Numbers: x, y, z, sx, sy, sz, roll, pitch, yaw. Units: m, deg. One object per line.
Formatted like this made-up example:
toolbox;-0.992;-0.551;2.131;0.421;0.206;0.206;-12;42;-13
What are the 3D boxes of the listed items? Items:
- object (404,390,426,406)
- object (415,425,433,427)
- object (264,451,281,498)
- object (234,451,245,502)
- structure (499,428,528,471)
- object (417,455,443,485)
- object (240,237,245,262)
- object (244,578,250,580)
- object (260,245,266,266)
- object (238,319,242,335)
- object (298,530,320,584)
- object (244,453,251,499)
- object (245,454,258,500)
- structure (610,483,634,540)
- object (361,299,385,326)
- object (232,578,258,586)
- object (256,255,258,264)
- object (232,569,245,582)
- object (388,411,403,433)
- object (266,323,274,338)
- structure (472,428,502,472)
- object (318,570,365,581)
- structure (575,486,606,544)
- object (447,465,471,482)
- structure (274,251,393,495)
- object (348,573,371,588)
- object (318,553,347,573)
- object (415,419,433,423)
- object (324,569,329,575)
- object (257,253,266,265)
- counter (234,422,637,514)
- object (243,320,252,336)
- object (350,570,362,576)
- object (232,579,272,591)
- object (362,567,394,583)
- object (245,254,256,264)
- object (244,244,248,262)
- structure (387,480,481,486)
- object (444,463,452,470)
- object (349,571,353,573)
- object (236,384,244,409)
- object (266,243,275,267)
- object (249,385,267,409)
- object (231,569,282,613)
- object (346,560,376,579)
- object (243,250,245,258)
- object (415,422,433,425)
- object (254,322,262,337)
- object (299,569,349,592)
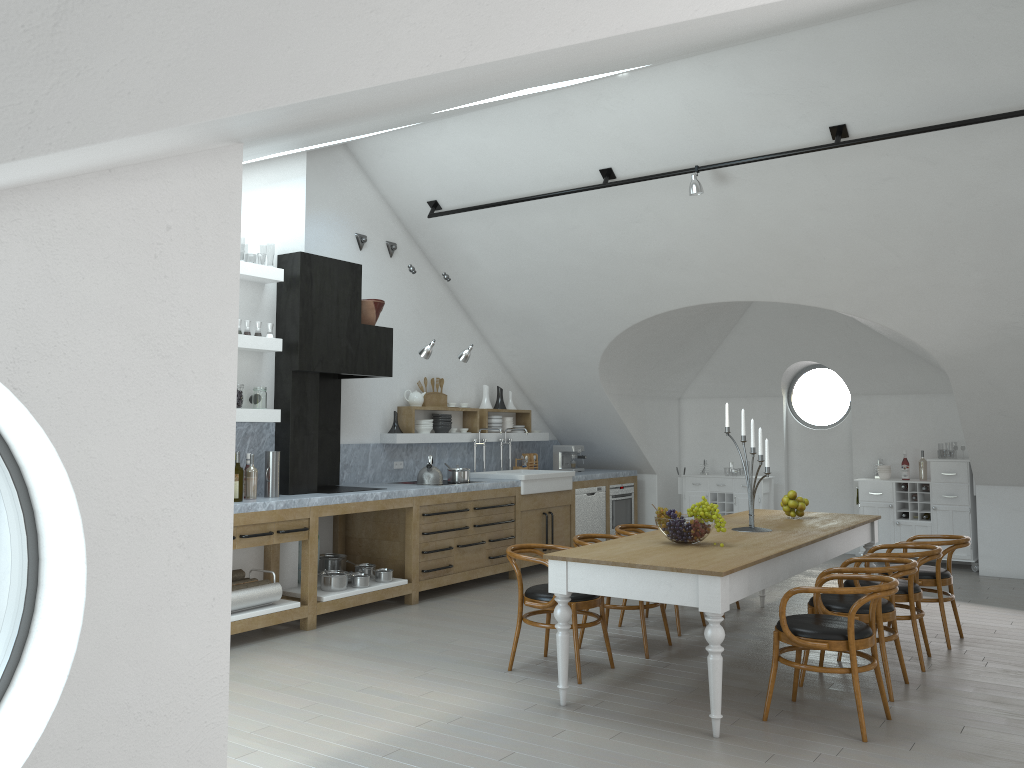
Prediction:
object;-0.969;0.144;8.871;0.174;0.169;0.167;-1;-4;18
object;-0.886;0.444;8.918;0.181;0.065;0.181;1;-3;-18
object;-1.799;0.673;6.608;0.114;0.340;0.164;-3;-5;38
object;-1.922;0.652;6.208;0.092;0.359;0.092;1;-5;-12
structure;0.036;0.753;9.827;0.332;0.531;0.213;-1;-4;15
object;-0.757;0.792;8.206;0.246;0.268;0.246;-4;-5;44
object;-1.998;-0.986;6.523;0.063;0.187;0.063;0;-4;3
object;-2.023;1.435;6.239;0.115;0.080;0.434;-2;-4;32
object;-1.901;-0.970;6.771;0.054;0.179;0.054;-1;-5;11
object;-2.016;-0.417;6.526;0.064;0.124;0.067;-2;-5;28
object;-1.701;1.378;7.309;0.231;0.499;0.230;1;-4;-14
object;-1.939;0.676;6.513;0.081;0.330;0.081;2;-5;-28
object;-1.885;0.673;6.416;0.085;0.331;0.085;-4;-6;43
structure;1.078;1.522;10.754;0.630;0.638;0.631;-2;-5;34
object;-1.288;-0.604;7.694;0.347;0.237;0.366;3;-4;-38
object;-1.943;1.420;6.176;0.101;0.087;0.362;-2;-4;32
object;-1.974;-0.928;6.742;0.094;0.094;0.093;2;-4;-23
object;-2.010;1.362;6.184;0.104;0.102;0.291;-2;-4;32
object;-1.130;0.370;8.604;0.156;0.219;0.155;-1;-4;16
object;-1.851;-0.404;6.775;0.064;0.124;0.067;-2;-5;28
structure;-0.240;0.733;9.426;0.332;0.531;0.213;-1;-4;15
object;-1.448;1.571;7.268;0.508;0.052;0.263;0;-3;11
structure;0.646;1.585;10.128;0.598;0.825;0.723;-3;-5;34
object;-0.490;0.877;8.598;0.232;0.171;0.393;-1;-3;14
structure;-1.616;-0.059;7.444;0.780;1.889;1.074;-3;-5;34
object;-1.253;1.564;7.084;0.260;0.113;0.153;-1;-4;24
object;-1.650;1.554;7.650;0.455;0.198;0.268;1;-4;-21
object;-0.884;0.392;8.926;0.180;0.076;0.180;1;-3;-18
object;-1.391;1.505;6.892;0.051;0.152;0.190;-3;-5;34
object;-1.894;-0.933;6.699;0.071;0.099;0.071;0;-4;-1
counter;-0.626;0.702;8.668;0.961;0.621;6.566;-2;-4;34
object;-1.974;-0.413;6.612;0.064;0.124;0.067;-2;-5;28
object;-1.323;1.568;7.270;0.041;0.045;0.247;-2;-4;33
object;-1.863;1.434;6.155;0.092;0.093;0.436;-2;-4;32
object;-1.100;1.577;7.344;0.260;0.113;0.153;-2;-4;34
object;-1.961;-0.929;6.650;0.077;0.085;0.077;2;-4;-23
object;-2.020;-0.969;6.684;0.048;0.170;0.048;-4;-6;42
structure;-0.713;0.953;8.398;0.647;0.041;0.736;-2;-4;34
object;-0.563;0.849;8.553;0.235;0.167;0.051;-2;-5;30
object;-1.379;1.574;7.317;0.061;0.035;0.169;-2;-4;34
object;-2.027;0.089;6.498;0.120;0.183;0.120;4;-5;-40
object;-1.841;-0.974;6.751;0.063;0.187;0.063;0;-4;3
object;-1.907;0.101;6.675;0.103;0.178;0.207;3;-5;-33
object;-1.956;1.458;6.236;0.429;0.232;0.526;-2;-4;32
object;-1.269;1.578;7.518;0.181;0.134;0.308;2;-4;-31
object;-2.032;-0.941;6.601;0.082;0.105;0.081;0;-4;3
object;-0.885;0.420;8.922;0.181;0.069;0.181;3;-4;-38
object;-1.914;-0.409;6.684;0.064;0.124;0.067;-2;-5;28
object;-1.461;1.538;6.975;0.378;0.164;0.222;-1;-4;24
